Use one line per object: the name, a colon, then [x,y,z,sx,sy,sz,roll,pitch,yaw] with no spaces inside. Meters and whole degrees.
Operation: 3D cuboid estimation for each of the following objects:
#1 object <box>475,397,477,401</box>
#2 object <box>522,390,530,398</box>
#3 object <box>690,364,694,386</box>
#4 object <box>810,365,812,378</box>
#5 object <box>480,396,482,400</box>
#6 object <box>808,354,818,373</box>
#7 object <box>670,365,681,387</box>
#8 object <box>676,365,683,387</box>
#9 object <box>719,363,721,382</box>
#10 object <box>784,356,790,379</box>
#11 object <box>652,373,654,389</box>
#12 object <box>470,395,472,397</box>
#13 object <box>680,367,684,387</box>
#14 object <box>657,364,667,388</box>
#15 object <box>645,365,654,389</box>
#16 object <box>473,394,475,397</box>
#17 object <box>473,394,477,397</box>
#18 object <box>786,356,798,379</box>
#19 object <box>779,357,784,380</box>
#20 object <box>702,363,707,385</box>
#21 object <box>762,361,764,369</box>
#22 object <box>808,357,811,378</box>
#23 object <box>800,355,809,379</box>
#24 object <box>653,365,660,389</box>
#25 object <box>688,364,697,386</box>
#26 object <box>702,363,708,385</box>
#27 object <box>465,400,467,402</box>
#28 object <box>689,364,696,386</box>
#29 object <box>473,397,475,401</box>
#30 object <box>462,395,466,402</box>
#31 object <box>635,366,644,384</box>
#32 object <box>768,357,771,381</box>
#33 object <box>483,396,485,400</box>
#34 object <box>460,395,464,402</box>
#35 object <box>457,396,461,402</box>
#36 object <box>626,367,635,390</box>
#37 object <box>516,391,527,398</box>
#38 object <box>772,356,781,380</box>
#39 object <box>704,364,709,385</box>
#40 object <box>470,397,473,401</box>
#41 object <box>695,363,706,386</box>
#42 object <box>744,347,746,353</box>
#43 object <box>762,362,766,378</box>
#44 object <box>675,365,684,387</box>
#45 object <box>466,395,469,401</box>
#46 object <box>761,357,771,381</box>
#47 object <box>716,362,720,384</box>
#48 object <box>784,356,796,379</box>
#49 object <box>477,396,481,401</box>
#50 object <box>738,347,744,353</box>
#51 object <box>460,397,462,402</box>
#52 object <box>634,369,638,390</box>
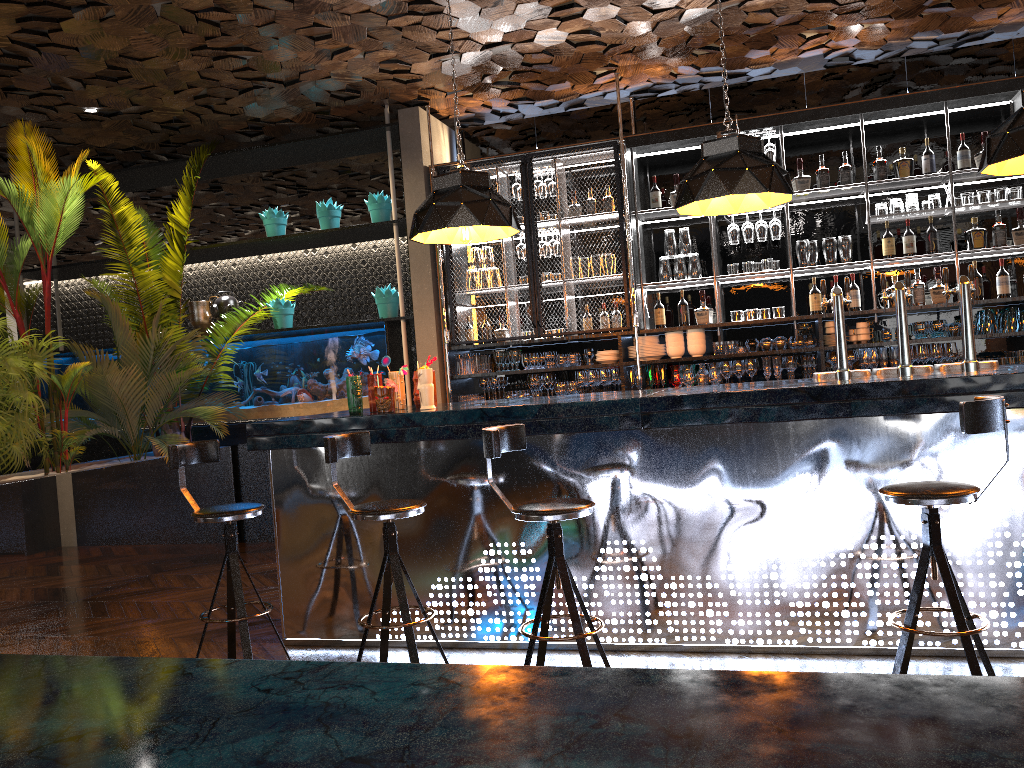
object: [-0.308,0.148,7.420,0.034,0.080,0.034,-5,1,-16]
object: [0.102,0.104,7.336,0.093,0.101,0.093,-4,1,38]
object: [1.389,-0.046,6.938,0.082,0.213,0.082,-4,1,-7]
object: [2.294,-0.116,6.819,0.071,0.217,0.071,-4,1,25]
object: [-0.269,0.144,7.543,0.034,0.080,0.034,-4,1,16]
object: [2.257,-0.111,6.620,0.071,0.217,0.071,-4,1,25]
object: [1.274,-0.036,6.883,0.082,0.213,0.082,-5,1,-44]
object: [1.302,-0.039,6.968,0.082,0.213,0.082,-4,1,9]
object: [1.605,-0.063,6.968,0.082,0.213,0.082,-4,1,5]
object: [2.150,-0.106,6.888,0.092,0.218,0.092,-5,1,-23]
object: [1.118,-0.035,7.099,0.073,0.229,0.073,-4,1,6]
object: [-0.343,0.141,7.457,0.031,0.098,0.031,-5,1,-22]
object: [1.329,-0.042,7.051,0.082,0.213,0.082,-5,1,-23]
object: [1.180,-0.038,6.936,0.073,0.229,0.073,-4,1,6]
object: [1.088,-0.031,6.968,0.073,0.229,0.073,-4,1,6]
object: [-0.323,0.138,7.529,0.031,0.098,0.031,-4,1,39]
object: [-0.312,0.137,7.563,0.031,0.098,0.031,-5,1,-41]
object: [2.140,-0.104,6.751,0.092,0.218,0.092,-5,1,-23]
object: [2.053,-0.098,6.804,0.092,0.218,0.092,-5,1,-23]
object: [1.485,-0.053,6.910,0.082,0.213,0.082,-4,1,-4]
object: [1.953,-0.094,6.792,0.071,0.226,0.071,-5,1,-11]
object: [2.260,-0.113,6.746,0.071,0.217,0.071,-4,1,25]
object: [2.208,-0.108,6.675,0.071,0.217,0.071,-4,1,25]
object: [1.152,-0.037,7.021,0.073,0.229,0.073,-4,1,6]
object: [1.442,-0.052,7.108,0.082,0.213,0.082,-5,1,-43]
object: [1.511,-0.056,6.997,0.082,0.213,0.082,-5,1,-41]
object: [-0.387,0.144,7.457,0.033,0.101,0.033,-4,1,8]
object: [1.422,-0.049,7.024,0.082,0.213,0.082,-4,1,38]
object: [-0.321,0.149,7.373,0.034,0.080,0.034,-5,1,-19]
object: [-0.398,0.145,7.420,0.033,0.101,0.033,-4,1,-3]
object: [1.021,-0.027,7.041,0.073,0.229,0.073,-4,1,6]
object: [1.984,-0.097,6.880,0.071,0.226,0.071,-5,1,-11]
object: [-0.243,0.141,7.630,0.034,0.080,0.034,-4,1,26]
object: [-0.412,0.147,7.378,0.033,0.101,0.033,-4,1,41]
object: [-0.442,0.149,7.416,0.028,0.097,0.028,-4,1,7]
object: [0.943,-0.020,6.991,0.073,0.229,0.073,-4,1,6]
object: [0.077,0.107,7.232,0.093,0.101,0.093,-5,1,-21]
object: [1.989,-0.095,6.651,0.071,0.226,0.071,-5,1,-11]
object: [1.539,-0.059,7.081,0.082,0.213,0.082,-4,1,16]
object: [-0.333,0.151,7.331,0.034,0.080,0.034,-4,1,30]
object: [1.458,-0.050,6.827,0.082,0.213,0.082,-5,1,-40]
object: [1.783,-0.263,6.858,0.049,0.048,0.044,-4,1,4]
object: [1.997,-0.099,6.958,0.071,0.226,0.071,-5,1,-11]
object: [1.351,-0.045,7.137,0.082,0.213,0.082,-4,1,-7]
object: [-0.368,0.144,7.383,0.031,0.098,0.031,-5,1,-35]
object: [1.931,-0.091,6.710,0.071,0.226,0.071,-5,1,-11]
object: [1.578,-0.060,6.883,0.082,0.213,0.082,-4,1,-2]
object: [2.093,-0.099,6.652,0.092,0.218,0.092,-5,1,-23]
object: [-0.280,0.145,7.504,0.034,0.080,0.034,-4,1,-1]
object: [1.746,-0.259,6.758,0.044,0.048,0.049,-5,1,-31]
object: [-0.431,0.148,7.448,0.028,0.097,0.028,-5,1,-24]
object: [1.006,-0.027,7.125,0.073,0.229,0.073,-4,1,6]
